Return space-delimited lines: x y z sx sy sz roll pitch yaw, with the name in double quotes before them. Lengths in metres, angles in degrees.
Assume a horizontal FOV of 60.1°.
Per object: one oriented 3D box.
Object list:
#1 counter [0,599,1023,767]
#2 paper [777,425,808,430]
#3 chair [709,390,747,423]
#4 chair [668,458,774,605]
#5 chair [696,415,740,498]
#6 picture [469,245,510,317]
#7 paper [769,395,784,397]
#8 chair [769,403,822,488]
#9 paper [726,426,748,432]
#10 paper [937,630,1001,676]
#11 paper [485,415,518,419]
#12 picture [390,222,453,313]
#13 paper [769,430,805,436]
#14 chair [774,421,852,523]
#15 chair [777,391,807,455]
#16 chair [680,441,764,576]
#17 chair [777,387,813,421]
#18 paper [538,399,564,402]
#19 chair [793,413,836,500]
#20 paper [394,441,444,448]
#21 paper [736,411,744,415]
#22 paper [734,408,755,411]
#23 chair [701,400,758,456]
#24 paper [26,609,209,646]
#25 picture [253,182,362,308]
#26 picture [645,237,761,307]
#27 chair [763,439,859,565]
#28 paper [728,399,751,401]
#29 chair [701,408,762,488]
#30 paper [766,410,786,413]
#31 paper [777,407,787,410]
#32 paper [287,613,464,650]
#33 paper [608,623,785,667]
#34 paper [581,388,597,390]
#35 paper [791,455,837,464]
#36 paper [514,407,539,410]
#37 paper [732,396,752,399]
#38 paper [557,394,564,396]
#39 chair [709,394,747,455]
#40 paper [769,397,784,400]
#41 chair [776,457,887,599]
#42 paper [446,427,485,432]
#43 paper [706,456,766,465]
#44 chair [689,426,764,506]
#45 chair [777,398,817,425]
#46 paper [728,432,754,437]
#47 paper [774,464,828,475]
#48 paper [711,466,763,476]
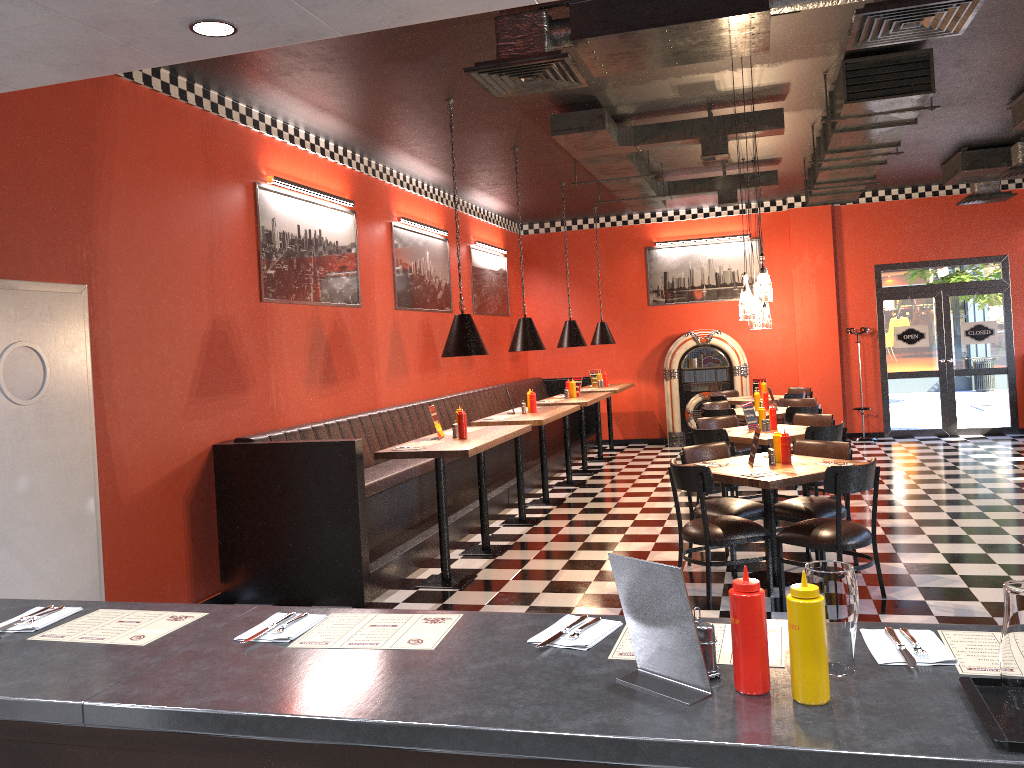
"counter" 0.330 0.614 1.843 7.035 0.050 0.676 -3 3 16
"paper" 2.605 0.403 8.274 0.261 0.001 0.365 -5 3 -31
"chair" 3.103 0.532 12.512 0.487 0.867 0.544 -4 1 -20
"chair" 1.329 0.926 5.792 0.545 0.867 0.486 -4 1 -17
"chair" 2.109 0.758 8.628 0.487 0.867 0.544 -4 1 -20
"picture" -0.305 -1.462 12.846 0.023 0.939 1.772 -3 2 16
"paper" 3.669 0.167 12.298 0.261 0.001 0.365 -5 3 -30
"chair" 3.094 0.656 9.663 0.487 0.867 0.544 -4 1 -25
"paper" 2.139 0.426 8.378 0.366 0.001 0.261 -5 3 -28
"paper" 1.080 0.546 1.787 0.365 0.001 0.261 -3 3 17
"paper" -0.093 0.320 8.629 0.261 0.001 0.366 -3 3 18
"picture" -1.023 -1.310 10.304 0.023 0.939 1.772 -3 2 16
"paper" 2.469 0.430 7.828 0.366 0.001 0.261 -5 3 -31
"chair" 2.620 0.768 7.698 0.487 0.867 0.544 -4 1 -32
"chair" 3.620 0.537 11.705 0.487 0.867 0.544 -4 1 -42
"chair" 1.550 0.884 6.462 0.487 0.867 0.544 -4 1 -34
"chair" 3.914 0.491 12.371 0.545 0.867 0.486 -4 1 -19
"paper" 0.477 0.197 10.694 0.261 0.001 0.366 -3 3 18
"chair" 2.770 0.729 8.397 0.545 0.867 0.486 -4 1 -29
"paper" -0.676 0.444 6.539 0.261 0.001 0.366 -3 3 18
"paper" 2.585 0.329 10.013 0.261 0.001 0.365 -5 3 -28
"paper" 2.693 0.303 10.479 0.366 0.001 0.261 -5 3 -30
"chair" 2.583 0.646 10.592 0.487 0.867 0.544 -4 1 -37
"paper" -1.044 0.646 2.364 0.365 0.001 0.261 -3 3 17
"picture" -1.741 -1.158 7.763 0.023 0.939 1.772 -3 2 16
"picture" 2.996 -1.739 13.835 1.768 0.940 0.023 -3 0 16
"chair" 2.135 0.857 6.310 0.545 0.867 0.486 -4 1 -35
"paper" 3.091 0.216 11.962 0.261 0.001 0.365 -5 3 -29
"chair" 2.433 0.685 9.894 0.545 0.867 0.486 -4 1 -34
"paper" 3.034 0.308 9.903 0.366 0.001 0.261 -5 3 -30
"paper" 3.137 0.283 10.339 0.261 0.001 0.365 -5 3 -31
"paper" -0.330 0.611 2.198 0.365 0.001 0.261 -3 3 12
"paper" 0.419 0.577 1.981 0.365 0.001 0.261 -3 3 17
"paper" 1.087 0.073 12.740 0.261 0.001 0.366 -3 3 18
"paper" 2.034 0.527 6.174 0.261 0.001 0.365 -5 3 -30
"paper" 0.147 0.265 9.565 0.261 0.001 0.366 -3 3 18
"paper" 3.206 0.189 12.411 0.366 0.001 0.261 -5 3 -27
"paper" 0.725 0.144 11.580 0.261 0.001 0.366 -3 3 18
"chair" 2.952 0.566 11.926 0.545 0.867 0.486 -3 1 -9
"paper" 3.525 0.195 11.855 0.366 0.001 0.261 -5 3 -30
"chair" 1.994 0.900 5.498 0.487 0.867 0.544 -4 1 -34
"paper" -0.408 0.388 7.461 0.261 0.001 0.366 -3 3 18
"paper" 1.593 0.547 6.323 0.366 0.001 0.261 -5 3 -29
"chair" 1.900 0.801 7.908 0.545 0.867 0.486 -4 1 -26
"chair" 3.303 0.612 10.382 0.486 0.867 0.545 -3 1 39
"paper" 2.033 0.452 7.927 0.261 0.001 0.365 -5 3 -30
"paper" 1.923 0.553 5.741 0.366 0.001 0.261 -5 3 -29
"paper" 1.476 0.574 5.860 0.261 0.001 0.365 -5 3 -27
